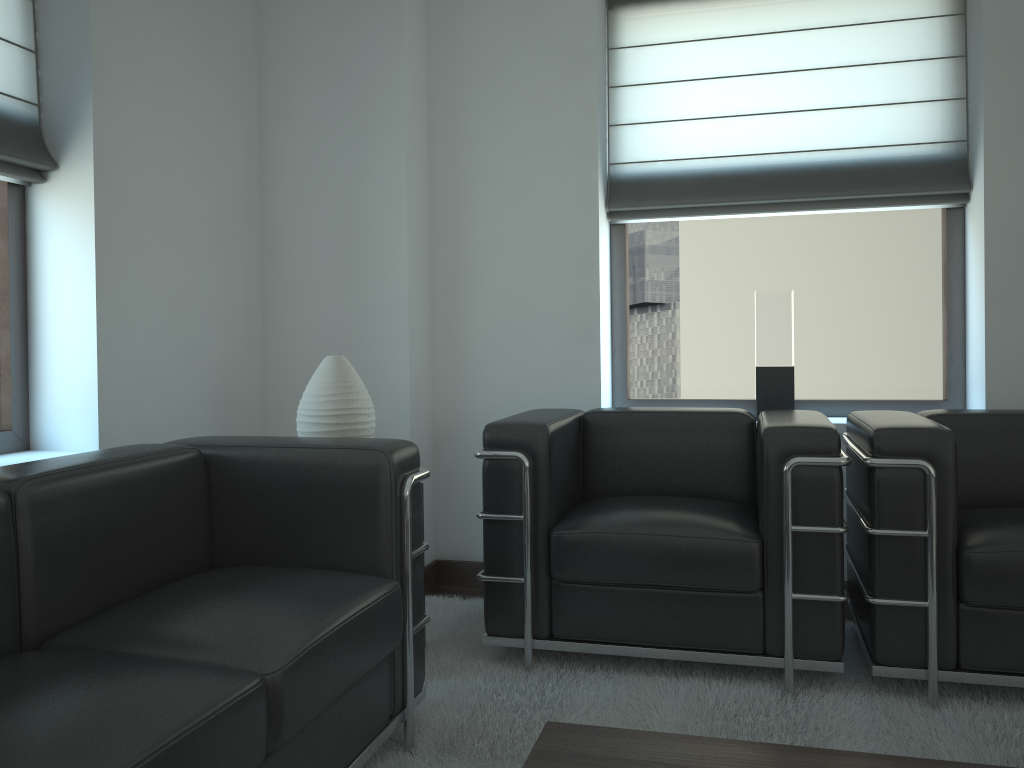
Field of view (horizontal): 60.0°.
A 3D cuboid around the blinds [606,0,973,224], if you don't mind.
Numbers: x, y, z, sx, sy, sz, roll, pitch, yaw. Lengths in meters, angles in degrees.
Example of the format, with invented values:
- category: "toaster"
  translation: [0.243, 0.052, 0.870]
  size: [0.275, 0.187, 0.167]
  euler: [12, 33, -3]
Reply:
- category: "blinds"
  translation: [1.642, -1.783, 5.462]
  size: [2.123, 1.476, 0.222]
  euler: [0, 1, 15]

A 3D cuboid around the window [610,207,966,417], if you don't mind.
- category: "window"
  translation: [1.691, -1.163, 5.632]
  size: [2.132, 2.731, 0.146]
  euler: [0, 1, 15]

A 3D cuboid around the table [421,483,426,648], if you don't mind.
- category: "table"
  translation: [-0.884, 0.928, 4.276]
  size: [0.786, 0.845, 0.526]
  euler: [0, 1, 15]

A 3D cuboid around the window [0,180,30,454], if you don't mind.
- category: "window"
  translation: [-2.613, -1.010, 3.422]
  size: [0.146, 2.731, 1.701]
  euler: [-1, 1, 15]

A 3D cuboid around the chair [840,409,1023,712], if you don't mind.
- category: "chair"
  translation: [2.372, 0.729, 3.922]
  size: [1.645, 1.170, 1.124]
  euler: [0, 2, 15]

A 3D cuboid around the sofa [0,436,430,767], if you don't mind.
- category: "sofa"
  translation: [-1.259, 0.862, 1.978]
  size: [1.123, 1.169, 3.479]
  euler: [0, 2, 15]

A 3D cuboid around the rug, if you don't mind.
- category: "rug"
  translation: [0.465, 1.398, 1.805]
  size: [5.168, 0.110, 6.257]
  euler: [0, 3, 15]

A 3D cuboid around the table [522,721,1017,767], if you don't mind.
- category: "table"
  translation: [0.779, 1.224, 1.351]
  size: [1.920, 0.441, 1.938]
  euler: [0, 2, 15]

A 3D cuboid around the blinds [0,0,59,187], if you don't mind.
- category: "blinds"
  translation: [-2.466, -1.638, 3.380]
  size: [0.222, 1.476, 1.687]
  euler: [-1, 2, 15]

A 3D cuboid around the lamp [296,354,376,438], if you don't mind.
- category: "lamp"
  translation: [-0.840, 0.183, 4.236]
  size: [0.374, 0.654, 0.374]
  euler: [0, 2, 44]

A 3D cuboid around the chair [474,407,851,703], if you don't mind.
- category: "chair"
  translation: [0.746, 0.731, 4.364]
  size: [1.645, 1.170, 1.124]
  euler: [0, 2, 15]

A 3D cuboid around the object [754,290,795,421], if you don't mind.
- category: "object"
  translation: [1.584, -0.172, 5.353]
  size: [0.243, 0.776, 0.239]
  euler: [-1, 1, 15]
